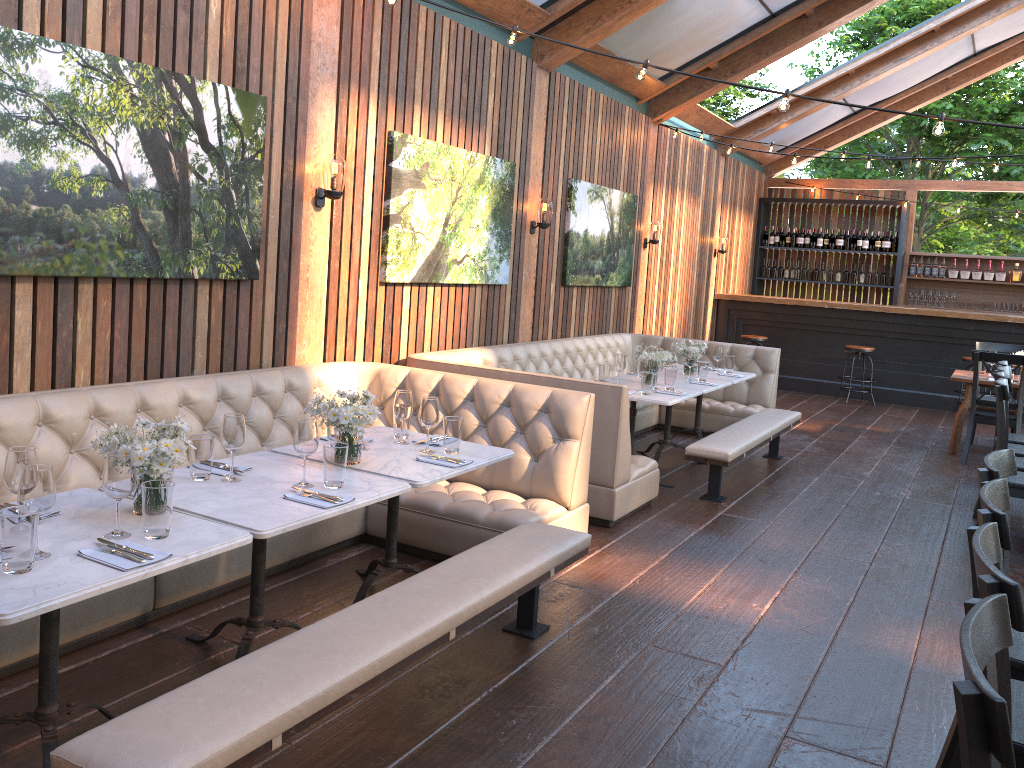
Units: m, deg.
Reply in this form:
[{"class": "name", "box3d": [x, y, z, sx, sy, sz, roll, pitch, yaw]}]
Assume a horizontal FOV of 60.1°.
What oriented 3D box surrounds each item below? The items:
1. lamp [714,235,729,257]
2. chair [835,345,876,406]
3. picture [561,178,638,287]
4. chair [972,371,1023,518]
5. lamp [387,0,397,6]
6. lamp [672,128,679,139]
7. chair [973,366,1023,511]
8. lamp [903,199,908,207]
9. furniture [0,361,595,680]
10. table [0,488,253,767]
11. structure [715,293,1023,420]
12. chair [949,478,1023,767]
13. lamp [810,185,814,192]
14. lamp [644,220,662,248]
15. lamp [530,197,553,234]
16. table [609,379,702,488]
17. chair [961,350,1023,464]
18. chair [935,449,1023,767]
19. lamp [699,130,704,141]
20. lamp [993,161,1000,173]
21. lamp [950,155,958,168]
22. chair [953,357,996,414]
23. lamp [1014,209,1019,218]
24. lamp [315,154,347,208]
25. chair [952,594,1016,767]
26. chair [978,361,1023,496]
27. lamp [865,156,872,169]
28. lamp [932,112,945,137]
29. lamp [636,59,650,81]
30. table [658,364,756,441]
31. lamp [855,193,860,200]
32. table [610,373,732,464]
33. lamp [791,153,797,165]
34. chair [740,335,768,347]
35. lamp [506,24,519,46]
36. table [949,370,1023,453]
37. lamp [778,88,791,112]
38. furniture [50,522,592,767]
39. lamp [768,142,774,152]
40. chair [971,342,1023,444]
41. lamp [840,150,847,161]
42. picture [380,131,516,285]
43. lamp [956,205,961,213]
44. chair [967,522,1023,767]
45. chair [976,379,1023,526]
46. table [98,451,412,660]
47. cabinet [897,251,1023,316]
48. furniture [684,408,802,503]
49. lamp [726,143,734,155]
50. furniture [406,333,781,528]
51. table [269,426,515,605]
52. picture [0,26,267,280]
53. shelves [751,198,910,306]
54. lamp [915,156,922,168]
[{"class": "lamp", "box3d": [2.955, -1.944, 12.460, 0.178, 0.318, 0.146, 7, 6, 29]}, {"class": "chair", "box3d": [4.483, -0.118, 11.484, 0.468, 0.731, 0.470, 5, 5, 12]}, {"class": "picture", "box3d": [0.914, -1.487, 8.947, 0.065, 0.992, 1.655, 6, 7, 29]}, {"class": "chair", "box3d": [3.361, 0.463, 5.756, 0.541, 1.015, 0.479, 6, 5, 24]}, {"class": "lamp", "box3d": [-0.687, -2.242, 5.098, 0.062, 0.118, 0.057, 5, 5, 12]}, {"class": "lamp", "box3d": [1.809, -2.775, 9.797, 0.056, 0.117, 0.065, 3, 5, -11]}, {"class": "chair", "box3d": [3.634, 0.413, 6.244, 0.541, 1.015, 0.478, 7, 6, 34]}, {"class": "lamp", "box3d": [5.874, -2.700, 13.202, 0.056, 0.118, 0.062, 7, 6, 35]}, {"class": "furniture", "box3d": [-1.311, 0.551, 3.470, 1.715, 0.854, 4.171, 8, 9, 28]}, {"class": "table", "box3d": [-1.335, 0.772, 2.551, 0.801, 0.669, 0.801, 7, 7, 28]}, {"class": "structure", "box3d": [6.027, -0.277, 11.418, 6.824, 1.268, 0.859, 8, 7, 29]}, {"class": "chair", "box3d": [1.419, 0.818, 2.288, 0.541, 1.015, 0.478, 7, 6, 29]}, {"class": "lamp", "box3d": [4.840, -3.143, 14.253, 0.056, 0.117, 0.067, 5, 5, 15]}, {"class": "lamp", "box3d": [1.607, -1.698, 10.052, 0.178, 0.318, 0.146, 7, 6, 29]}, {"class": "lamp", "box3d": [0.264, -1.453, 7.654, 0.178, 0.318, 0.146, 7, 6, 29]}, {"class": "table", "box3d": [0.873, 0.369, 6.492, 0.801, 0.669, 0.801, 7, 7, 28]}, {"class": "chair", "box3d": [4.391, 0.216, 8.024, 0.479, 1.015, 0.541, 6, 6, 29]}, {"class": "chair", "box3d": [1.692, 0.768, 2.776, 0.541, 1.015, 0.478, 7, 6, 34]}, {"class": "lamp", "box3d": [2.117, -2.771, 9.875, 0.056, 0.120, 0.057, 3, 5, -10]}, {"class": "lamp", "box3d": [5.048, -2.263, 9.226, 0.056, 0.119, 0.057, 3, 5, -15]}, {"class": "lamp", "box3d": [3.810, -1.919, 7.620, 0.056, 0.119, 0.059, 5, 5, 8]}, {"class": "chair", "box3d": [5.673, 0.054, 10.821, 0.468, 0.731, 0.470, 4, 5, 4]}, {"class": "lamp", "box3d": [6.927, -2.336, 12.139, 0.056, 0.120, 0.056, 1, 5, -28]}, {"class": "lamp", "box3d": [-1.072, -1.210, 5.270, 0.178, 0.318, 0.146, 7, 6, 29]}, {"class": "chair", "box3d": [0.871, 0.917, 1.310, 0.541, 1.015, 0.478, 7, 6, 29]}, {"class": "chair", "box3d": [3.908, 0.364, 6.733, 0.541, 1.015, 0.478, 7, 6, 29]}, {"class": "lamp", "box3d": [3.297, -2.049, 8.177, 0.056, 0.120, 0.057, 1, 5, -27]}, {"class": "lamp", "box3d": [2.146, -1.304, 4.444, 0.056, 0.120, 0.056, 5, 5, 16]}, {"class": "lamp", "box3d": [0.703, -1.693, 4.775, 0.056, 0.115, 0.071, 0, 6, -39]}, {"class": "table", "box3d": [1.670, 0.224, 7.916, 0.801, 0.669, 0.801, 7, 7, 28]}, {"class": "lamp", "box3d": [5.361, -2.913, 13.741, 0.058, 0.119, 0.057, 2, 5, -17]}, {"class": "table", "box3d": [1.271, 0.297, 7.204, 0.801, 0.669, 0.801, 7, 7, 29]}, {"class": "lamp", "box3d": [2.783, -2.221, 8.725, 0.056, 0.120, 0.056, 9, 7, 44]}, {"class": "chair", "box3d": [3.293, -0.290, 12.146, 0.470, 0.731, 0.468, 8, 6, 36]}, {"class": "lamp", "box3d": [0.000, -1.948, 4.941, 0.056, 0.118, 0.061, 0, 6, -38]}, {"class": "table", "box3d": [5.395, 0.406, 8.186, 2.439, 0.726, 0.953, 8, 8, 29]}, {"class": "lamp", "box3d": [1.419, -1.478, 4.610, 0.056, 0.120, 0.057, 1, 6, -33]}, {"class": "furniture", "box3d": [-0.361, 0.919, 2.947, 0.314, 0.397, 2.336, 7, 8, 29]}, {"class": "lamp", "box3d": [2.851, -2.603, 9.728, 0.056, 0.118, 0.061, -1, 7, -45]}, {"class": "chair", "box3d": [5.007, 0.103, 9.123, 0.478, 1.015, 0.541, 6, 5, 24]}, {"class": "lamp", "box3d": [3.572, -2.464, 9.552, 0.056, 0.119, 0.059, 2, 5, -18]}, {"class": "picture", "box3d": [-0.420, -1.241, 6.552, 0.065, 0.992, 1.655, 6, 7, 29]}, {"class": "lamp", "box3d": [6.393, -2.507, 12.666, 0.056, 0.118, 0.061, 6, 6, 28]}, {"class": "chair", "box3d": [1.145, 0.867, 1.799, 0.541, 1.015, 0.479, 6, 5, 24]}, {"class": "chair", "box3d": [3.087, 0.513, 5.267, 0.541, 1.015, 0.478, 7, 6, 29]}, {"class": "table", "box3d": [-0.936, 0.699, 3.262, 0.801, 0.669, 0.801, 7, 7, 29]}, {"class": "cabinet", "box3d": [6.913, -0.857, 13.050, 2.282, 2.083, 0.495, 7, 5, 29]}, {"class": "furniture", "box3d": [1.847, 0.516, 6.889, 0.314, 0.397, 2.336, 7, 8, 29]}, {"class": "lamp", "box3d": [2.278, -2.460, 9.261, 0.066, 0.117, 0.057, 1, 6, -32]}, {"class": "furniture", "box3d": [0.898, 0.148, 7.414, 1.715, 0.854, 4.171, 8, 9, 28]}, {"class": "table", "box3d": [-0.537, 0.627, 3.974, 0.801, 0.669, 0.801, 7, 7, 28]}, {"class": "picture", "box3d": [-1.778, -0.992, 4.115, 0.065, 0.992, 1.655, 6, 7, 29]}, {"class": "shelves", "box3d": [4.989, -1.502, 14.105, 2.210, 2.815, 0.503, 7, 5, 29]}, {"class": "lamp", "box3d": [4.308, -2.354, 9.389, 0.056, 0.119, 0.057, 3, 5, -11]}]
